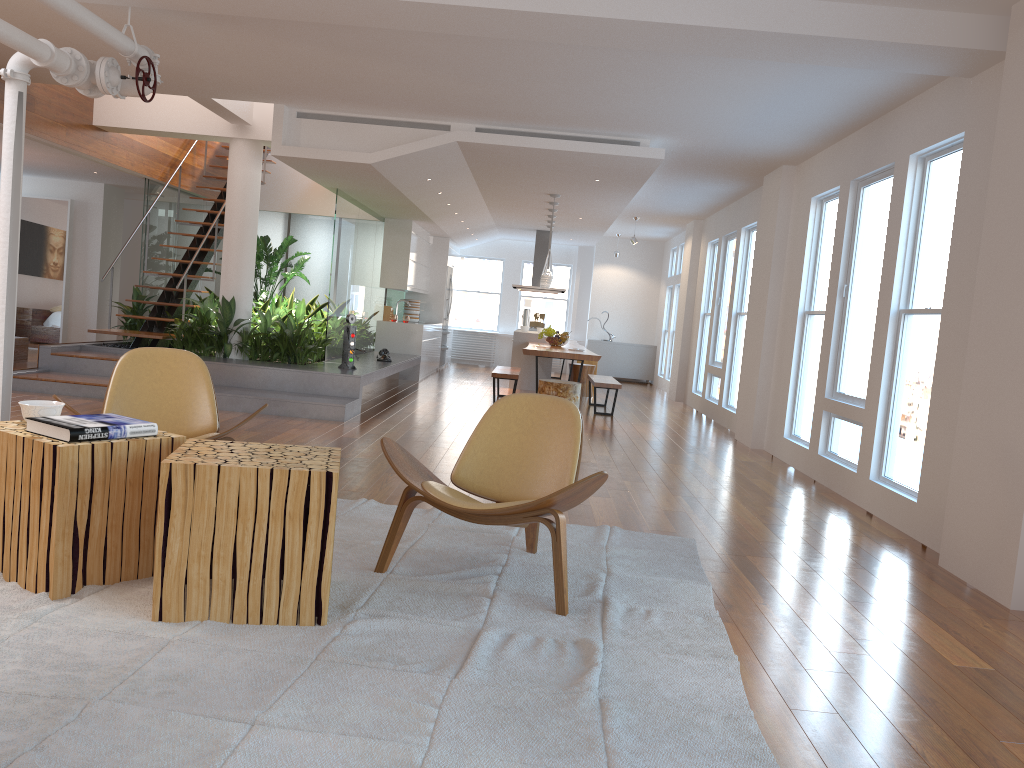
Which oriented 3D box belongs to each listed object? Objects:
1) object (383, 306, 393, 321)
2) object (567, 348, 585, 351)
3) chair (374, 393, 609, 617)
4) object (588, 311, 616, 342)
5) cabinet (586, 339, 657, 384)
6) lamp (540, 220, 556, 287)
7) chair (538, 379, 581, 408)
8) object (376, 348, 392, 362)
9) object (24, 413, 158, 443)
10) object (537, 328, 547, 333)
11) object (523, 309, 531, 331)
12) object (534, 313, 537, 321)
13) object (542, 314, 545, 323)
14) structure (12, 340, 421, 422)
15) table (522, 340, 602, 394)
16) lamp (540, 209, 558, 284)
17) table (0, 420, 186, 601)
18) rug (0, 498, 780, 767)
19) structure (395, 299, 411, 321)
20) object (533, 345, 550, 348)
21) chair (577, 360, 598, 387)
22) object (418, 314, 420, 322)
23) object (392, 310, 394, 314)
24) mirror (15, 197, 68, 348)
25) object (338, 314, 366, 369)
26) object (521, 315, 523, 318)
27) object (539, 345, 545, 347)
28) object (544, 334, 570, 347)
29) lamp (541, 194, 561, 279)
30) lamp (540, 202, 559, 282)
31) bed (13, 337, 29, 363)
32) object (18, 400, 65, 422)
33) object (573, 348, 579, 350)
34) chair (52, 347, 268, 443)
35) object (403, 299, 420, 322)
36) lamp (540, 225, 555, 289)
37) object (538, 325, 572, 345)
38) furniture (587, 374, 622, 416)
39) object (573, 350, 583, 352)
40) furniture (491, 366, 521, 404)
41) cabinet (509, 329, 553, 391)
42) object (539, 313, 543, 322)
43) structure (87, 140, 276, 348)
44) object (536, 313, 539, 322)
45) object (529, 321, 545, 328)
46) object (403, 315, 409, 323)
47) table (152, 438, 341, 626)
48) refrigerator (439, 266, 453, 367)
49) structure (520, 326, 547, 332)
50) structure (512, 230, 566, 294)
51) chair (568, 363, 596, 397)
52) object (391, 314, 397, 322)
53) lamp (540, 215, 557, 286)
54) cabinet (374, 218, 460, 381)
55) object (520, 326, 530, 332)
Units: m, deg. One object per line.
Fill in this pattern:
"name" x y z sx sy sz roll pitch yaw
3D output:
"object" -1.847 -1.049 13.195 0.104 0.222 0.200 5 4 1
"object" 0.786 -0.416 10.883 0.222 0.020 0.222 5 5 -7
"chair" -0.009 0.444 3.540 0.867 0.752 0.856 2 6 -38
"object" 1.731 -1.105 16.866 0.590 0.563 0.210 3 5 -27
"cabinet" 2.056 -0.433 16.951 1.309 0.725 0.420 5 4 1
"lamp" 0.552 -2.001 13.409 0.160 1.060 0.160 8 5 28
"chair" 0.504 0.172 9.627 0.460 0.400 0.460 6 5 11
"object" -1.558 -0.354 10.740 0.216 0.155 0.181 2 5 -34
"object" -1.494 0.155 3.159 0.279 0.048 0.334 8 5 32
"object" 0.438 -0.794 13.228 0.152 0.082 0.152 2 6 -38
"object" 0.255 -1.070 14.758 0.172 0.356 0.120 1 6 -40
"object" 0.409 -1.108 15.667 0.061 0.299 0.040 5 4 -1
"object" 0.544 -1.095 15.665 0.057 0.294 0.030 5 4 1
"structure" -2.916 -0.198 10.615 3.088 0.386 5.584 5 4 1
"table" 0.615 -0.232 12.947 0.893 0.704 5.996 5 4 1
"lamp" 0.510 -1.891 11.967 0.160 1.060 0.160 8 5 28
"table" -1.594 0.431 3.247 0.548 0.534 0.489 8 5 31
"rug" -0.970 0.728 3.079 3.525 0.057 3.478 6 5 6
"structure" -1.724 -1.066 13.938 0.248 0.536 0.115 5 4 1
"object" 0.367 -0.459 10.940 0.222 0.020 0.222 9 6 42
"chair" 1.262 -0.199 15.025 0.344 0.430 0.549 6 5 5
"object" -1.672 -1.148 14.873 0.265 0.196 0.284 9 6 43
"object" -1.828 -1.042 13.444 0.100 0.170 0.173 5 4 3
"mirror" -6.774 -1.539 12.166 1.267 2.044 0.049 5 4 1
"object" -1.605 -0.425 9.014 0.318 0.565 0.134 9 6 37
"object" 0.252 -1.106 15.670 0.199 0.259 0.016 6 5 12
"object" 0.368 -0.465 10.939 0.070 0.030 0.079 2 6 -35
"object" 0.598 -0.577 11.902 0.360 0.159 0.360 2 6 -35
"lamp" 0.469 -1.781 10.526 0.160 1.060 0.160 8 5 28
"lamp" 0.490 -1.836 11.247 0.160 1.060 0.160 8 5 28
"bed" -6.845 -0.575 9.319 2.314 0.595 2.207 5 4 1
"object" -1.722 0.110 3.246 0.152 0.082 0.152 2 6 -38
"object" 0.786 -0.422 10.883 0.070 0.030 0.079 1 6 -45
"chair" -1.632 0.235 4.292 0.856 0.752 0.867 6 5 6
"object" -1.642 -1.198 14.481 0.267 0.356 0.266 8 5 27
"lamp" 0.573 -2.056 14.129 0.160 1.060 0.160 8 5 28
"object" 0.579 -0.643 11.912 0.394 0.284 0.292 2 5 -35
"furniture" 1.112 0.133 10.949 0.316 0.389 1.433 5 4 1
"object" 0.796 -0.408 10.777 0.158 0.017 0.019 5 5 -4
"furniture" -0.075 0.021 10.975 0.316 0.389 1.433 5 4 1
"cabinet" 0.328 -0.433 14.341 0.597 0.832 2.936 5 4 1
"object" 0.506 -1.097 15.648 0.068 0.298 0.039 5 4 1
"structure" -2.917 -2.338 11.116 2.552 4.265 4.591 5 4 1
"object" 0.443 -1.103 15.647 0.057 0.299 0.019 5 4 1
"object" 0.401 -1.029 15.663 0.353 0.157 0.084 5 4 1
"object" -1.539 -0.941 12.876 0.094 0.106 0.094 6 5 7
"table" -0.897 0.508 3.085 0.548 0.534 0.489 4 5 -10
"refrigerator" -1.446 -1.198 15.672 0.725 1.772 0.908 5 4 1
"structure" 0.398 -0.950 15.222 0.520 0.073 0.650 5 4 1
"structure" 0.521 -2.269 15.091 0.909 1.405 0.900 5 4 1
"chair" 0.993 -0.057 12.821 0.396 0.455 0.402 5 5 -9
"object" -1.718 -0.962 12.926 0.094 0.106 0.094 6 5 7
"lamp" 0.531 -1.946 12.688 0.160 1.060 0.160 8 5 28
"cabinet" -1.502 -1.361 14.917 0.676 2.280 4.565 5 4 1
"object" 0.193 -0.827 13.356 0.152 0.082 0.152 9 6 40
